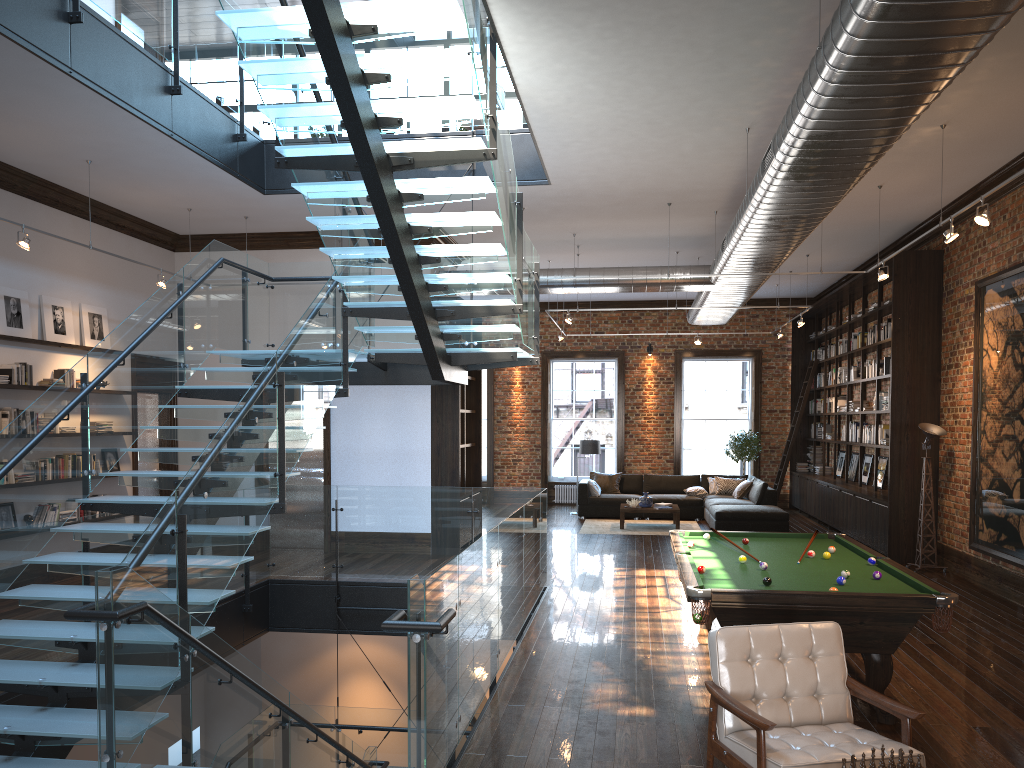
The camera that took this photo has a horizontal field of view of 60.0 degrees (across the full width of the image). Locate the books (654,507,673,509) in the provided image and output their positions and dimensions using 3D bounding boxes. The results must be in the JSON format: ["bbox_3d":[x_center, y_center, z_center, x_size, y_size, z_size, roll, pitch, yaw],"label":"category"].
[{"bbox_3d":[2.571,2.111,15.108,0.262,0.024,0.205,1,-2,-15],"label":"books"}]

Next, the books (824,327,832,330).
[{"bbox_3d":[6.123,-1.060,16.978,0.216,0.018,0.376,0,-2,6],"label":"books"}]

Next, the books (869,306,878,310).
[{"bbox_3d":[5.673,-1.179,13.735,0.216,0.020,0.234,0,-2,5],"label":"books"}]

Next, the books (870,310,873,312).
[{"bbox_3d":[5.676,-1.128,13.737,0.217,0.010,0.341,0,-2,7],"label":"books"}]

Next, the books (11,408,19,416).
[{"bbox_3d":[-5.155,0.384,9.139,0.158,0.266,0.011,0,2,8],"label":"books"}]

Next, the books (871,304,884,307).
[{"bbox_3d":[5.691,-1.206,13.732,0.169,0.034,0.285,0,-2,3],"label":"books"}]

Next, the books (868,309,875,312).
[{"bbox_3d":[5.669,-1.141,13.738,0.227,0.015,0.275,0,-2,6],"label":"books"}]

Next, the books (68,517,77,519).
[{"bbox_3d":[-5.047,1.512,9.965,0.141,0.011,0.288,0,-2,12],"label":"books"}]

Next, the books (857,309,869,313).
[{"bbox_3d":[5.774,-1.187,14.442,0.205,0.017,0.359,0,-2,5],"label":"books"}]

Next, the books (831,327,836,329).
[{"bbox_3d":[6.056,-1.034,16.443,0.210,0.014,0.291,0,-2,7],"label":"books"}]

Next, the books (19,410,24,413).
[{"bbox_3d":[-5.143,0.396,9.272,0.115,0.253,0.022,0,2,8],"label":"books"}]

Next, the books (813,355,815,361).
[{"bbox_3d":[6.287,-0.494,18.220,0.182,0.187,0.032,0,2,8],"label":"books"}]

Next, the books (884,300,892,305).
[{"bbox_3d":[5.532,-1.179,12.824,0.219,0.019,0.328,0,-2,11],"label":"books"}]

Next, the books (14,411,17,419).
[{"bbox_3d":[-5.153,0.397,9.092,0.163,0.235,0.025,0,2,8],"label":"books"}]

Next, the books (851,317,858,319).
[{"bbox_3d":[5.889,-1.121,15.165,0.187,0.011,0.379,0,-2,9],"label":"books"}]

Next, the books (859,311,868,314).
[{"bbox_3d":[5.790,-1.158,14.442,0.171,0.021,0.306,0,-2,4],"label":"books"}]

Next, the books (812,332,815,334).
[{"bbox_3d":[6.315,-1.057,18.301,0.189,0.008,0.344,0,-2,13],"label":"books"}]

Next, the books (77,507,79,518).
[{"bbox_3d":[-5.023,1.452,10.129,0.162,0.231,0.011,0,2,8],"label":"books"}]

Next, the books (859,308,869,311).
[{"bbox_3d":[5.787,-1.209,14.440,0.192,0.009,0.305,0,-2,9],"label":"books"}]

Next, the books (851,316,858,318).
[{"bbox_3d":[5.884,-1.131,15.165,0.204,0.011,0.308,0,-2,8],"label":"books"}]

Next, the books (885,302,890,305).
[{"bbox_3d":[5.532,-1.163,12.825,0.214,0.012,0.252,0,-2,13],"label":"books"}]

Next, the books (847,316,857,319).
[{"bbox_3d":[5.874,-1.145,15.166,0.199,0.017,0.302,0,-2,3],"label":"books"}]

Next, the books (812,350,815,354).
[{"bbox_3d":[6.325,-0.548,18.393,0.180,0.308,0.014,0,2,8],"label":"books"}]

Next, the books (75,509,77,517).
[{"bbox_3d":[-5.027,1.454,10.117,0.142,0.225,0.012,0,2,8],"label":"books"}]

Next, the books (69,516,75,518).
[{"bbox_3d":[-5.048,1.501,9.965,0.142,0.011,0.257,0,-2,3],"label":"books"}]

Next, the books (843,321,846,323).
[{"bbox_3d":[5.934,-1.086,15.558,0.191,0.013,0.315,0,-2,4],"label":"books"}]

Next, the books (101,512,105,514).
[{"bbox_3d":[-4.948,1.488,10.599,0.151,0.197,0.029,0,2,8],"label":"books"}]

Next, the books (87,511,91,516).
[{"bbox_3d":[-4.986,1.491,10.331,0.161,0.170,0.027,0,2,8],"label":"books"}]

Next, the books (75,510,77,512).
[{"bbox_3d":[-5.047,1.438,9.963,0.141,0.011,0.288,0,-2,12],"label":"books"}]

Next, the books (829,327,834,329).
[{"bbox_3d":[6.038,-1.043,16.445,0.232,0.006,0.288,0,-2,4],"label":"books"}]

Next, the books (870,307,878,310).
[{"bbox_3d":[5.676,-1.165,13.736,0.206,0.009,0.333,0,-2,11],"label":"books"}]

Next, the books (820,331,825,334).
[{"bbox_3d":[6.170,-1.004,17.370,0.229,0.034,0.273,0,-2,12],"label":"books"}]

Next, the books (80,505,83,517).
[{"bbox_3d":[-5.011,1.447,10.206,0.164,0.248,0.011,0,2,8],"label":"books"}]

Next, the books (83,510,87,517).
[{"bbox_3d":[-4.999,1.470,10.228,0.176,0.203,0.034,0,2,8],"label":"books"}]

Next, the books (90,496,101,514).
[{"bbox_3d":[-4.968,1.460,10.580,0.122,0.253,0.013,0,2,8],"label":"books"}]

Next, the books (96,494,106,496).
[{"bbox_3d":[-4.944,1.463,10.717,0.156,0.259,0.041,0,2,8],"label":"books"}]

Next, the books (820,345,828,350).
[{"bbox_3d":[6.215,-0.595,17.624,0.168,0.339,0.016,0,2,8],"label":"books"}]

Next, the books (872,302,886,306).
[{"bbox_3d":[5.688,-1.230,13.731,0.168,0.015,0.369,0,-2,13],"label":"books"}]

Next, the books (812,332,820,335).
[{"bbox_3d":[6.323,-1.044,18.300,0.190,0.017,0.299,0,-2,6],"label":"books"}]

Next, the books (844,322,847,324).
[{"bbox_3d":[5.941,-1.063,15.559,0.198,0.014,0.261,0,-2,8],"label":"books"}]

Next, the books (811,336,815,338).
[{"bbox_3d":[6.305,-0.965,18.306,0.213,0.014,0.356,0,-2,4],"label":"books"}]

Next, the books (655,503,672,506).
[{"bbox_3d":[2.637,2.098,15.441,0.205,0.028,0.262,-2,-3,40],"label":"books"}]

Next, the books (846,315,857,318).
[{"bbox_3d":[5.871,-1.161,15.166,0.215,0.015,0.319,0,-2,5],"label":"books"}]

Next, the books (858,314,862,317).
[{"bbox_3d":[5.774,-1.111,14.446,0.213,0.014,0.281,0,-2,10],"label":"books"}]

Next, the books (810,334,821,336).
[{"bbox_3d":[6.298,-1.006,18.305,0.230,0.015,0.312,0,-2,4],"label":"books"}]

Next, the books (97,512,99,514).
[{"bbox_3d":[-4.972,1.496,10.530,0.149,0.182,0.091,0,2,8],"label":"books"}]

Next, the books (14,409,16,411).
[{"bbox_3d":[-5.165,0.386,9.121,0.133,0.261,0.029,0,2,8],"label":"books"}]

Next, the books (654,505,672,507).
[{"bbox_3d":[2.636,2.125,15.449,0.205,0.024,0.262,-2,-3,42],"label":"books"}]

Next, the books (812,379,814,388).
[{"bbox_3d":[6.318,-0.035,18.393,0.176,0.296,0.041,0,2,8],"label":"books"}]

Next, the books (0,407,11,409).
[{"bbox_3d":[-5.179,0.376,9.075,0.118,0.277,0.014,0,2,8],"label":"books"}]

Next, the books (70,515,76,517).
[{"bbox_3d":[-5.058,1.491,9.966,0.141,0.011,0.285,0,-2,8],"label":"books"}]

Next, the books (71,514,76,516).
[{"bbox_3d":[-5.056,1.481,9.965,0.141,0.011,0.285,0,-2,9],"label":"books"}]

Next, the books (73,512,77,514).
[{"bbox_3d":[-5.047,1.459,9.963,0.141,0.011,0.288,0,-2,12],"label":"books"}]

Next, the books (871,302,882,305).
[{"bbox_3d":[5.688,-1.246,13.730,0.188,0.017,0.275,0,-2,10],"label":"books"}]

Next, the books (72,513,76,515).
[{"bbox_3d":[-5.054,1.470,9.965,0.141,0.011,0.286,0,-2,10],"label":"books"}]

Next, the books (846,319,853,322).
[{"bbox_3d":[5.873,-1.092,15.168,0.219,0.016,0.367,0,-2,9],"label":"books"}]

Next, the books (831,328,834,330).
[{"bbox_3d":[6.052,-1.018,16.444,0.206,0.018,0.323,0,-2,5],"label":"books"}]

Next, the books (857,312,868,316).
[{"bbox_3d":[5.776,-1.133,14.445,0.193,0.030,0.313,0,-2,3],"label":"books"}]

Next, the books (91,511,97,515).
[{"bbox_3d":[-4.967,1.482,10.452,0.167,0.202,0.095,0,2,8],"label":"books"}]
